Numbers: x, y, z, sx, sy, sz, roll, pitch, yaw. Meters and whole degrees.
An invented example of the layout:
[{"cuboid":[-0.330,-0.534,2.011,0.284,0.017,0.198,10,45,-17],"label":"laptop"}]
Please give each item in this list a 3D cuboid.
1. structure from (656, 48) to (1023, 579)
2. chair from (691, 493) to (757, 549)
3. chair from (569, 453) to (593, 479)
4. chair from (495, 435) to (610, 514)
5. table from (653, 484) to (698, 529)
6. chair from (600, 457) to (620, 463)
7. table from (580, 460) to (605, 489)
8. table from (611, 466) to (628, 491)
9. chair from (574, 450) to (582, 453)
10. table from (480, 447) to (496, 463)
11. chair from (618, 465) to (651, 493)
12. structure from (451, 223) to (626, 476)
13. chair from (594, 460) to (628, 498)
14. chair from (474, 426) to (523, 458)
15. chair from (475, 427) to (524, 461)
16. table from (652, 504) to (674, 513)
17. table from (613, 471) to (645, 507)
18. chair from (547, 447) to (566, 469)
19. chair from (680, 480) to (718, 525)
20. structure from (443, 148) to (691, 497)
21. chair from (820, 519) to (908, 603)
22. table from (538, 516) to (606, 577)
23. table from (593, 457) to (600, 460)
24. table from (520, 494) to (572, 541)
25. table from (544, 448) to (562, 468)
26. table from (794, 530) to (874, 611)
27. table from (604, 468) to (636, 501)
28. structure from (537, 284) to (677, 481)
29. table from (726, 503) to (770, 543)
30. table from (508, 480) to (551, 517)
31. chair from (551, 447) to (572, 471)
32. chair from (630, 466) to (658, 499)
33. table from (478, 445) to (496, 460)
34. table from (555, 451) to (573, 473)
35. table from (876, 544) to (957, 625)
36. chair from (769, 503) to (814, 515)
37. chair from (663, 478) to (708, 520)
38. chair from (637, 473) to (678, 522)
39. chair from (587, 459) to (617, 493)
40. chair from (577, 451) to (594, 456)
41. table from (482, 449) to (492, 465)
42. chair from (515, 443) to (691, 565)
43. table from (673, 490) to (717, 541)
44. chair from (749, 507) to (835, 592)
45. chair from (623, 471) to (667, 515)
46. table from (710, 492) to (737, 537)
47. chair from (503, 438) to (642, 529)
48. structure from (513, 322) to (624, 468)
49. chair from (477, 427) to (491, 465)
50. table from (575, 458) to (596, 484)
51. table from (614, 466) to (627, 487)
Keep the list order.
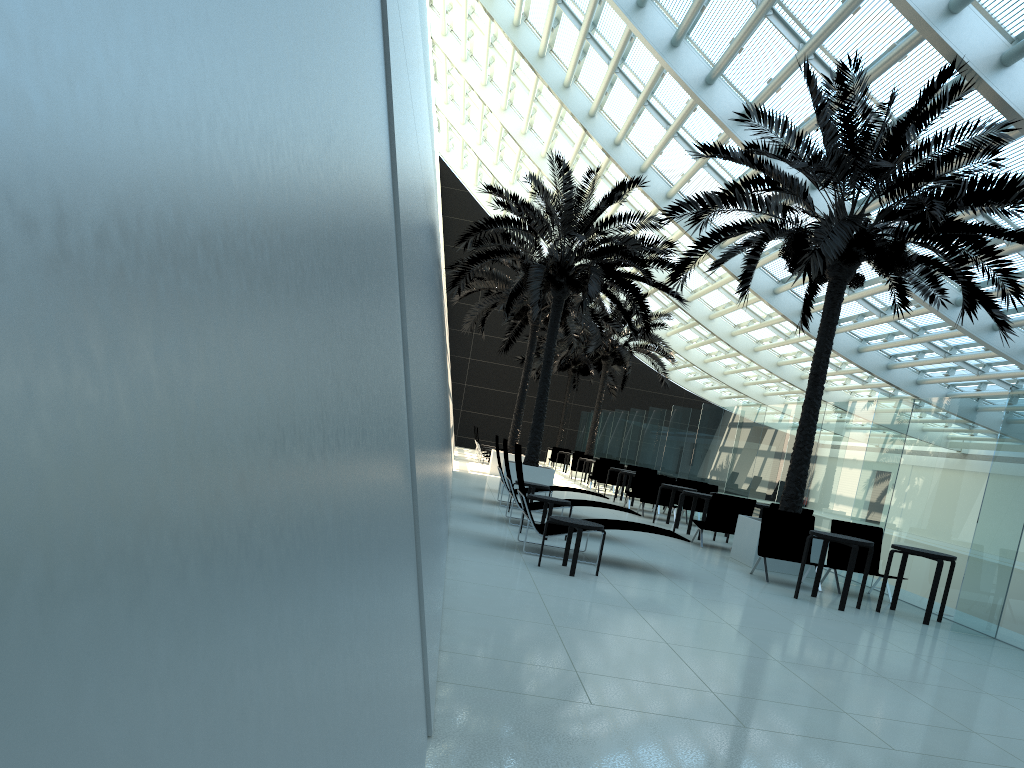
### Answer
[{"cuboid":[4.398,-0.824,12.032,4.783,7.099,4.426,11,5,14],"label":"structure"},{"cuboid":[3.357,2.199,14.013,0.718,0.897,0.877,10,2,-4],"label":"chair"},{"cuboid":[2.380,2.806,29.257,0.718,0.897,0.877,10,2,-4],"label":"chair"},{"cuboid":[0.642,1.629,15.051,2.042,1.171,0.910,10,3,-5],"label":"chair"},{"cuboid":[3.151,2.363,16.798,0.668,0.789,0.684,12,4,34],"label":"table"},{"cuboid":[3.296,2.972,29.337,0.718,0.897,0.877,10,2,-4],"label":"chair"},{"cuboid":[2.525,2.752,26.567,0.666,0.789,0.685,12,4,39],"label":"table"},{"cuboid":[3.478,2.924,26.651,0.666,0.789,0.685,12,4,39],"label":"table"},{"cuboid":[2.846,3.269,36.690,0.718,0.897,0.877,10,2,-4],"label":"chair"},{"cuboid":[-0.771,2.506,30.586,0.543,0.523,0.559,12,3,39],"label":"table"},{"cuboid":[3.555,2.820,25.472,0.718,0.897,0.877,10,2,-4],"label":"chair"},{"cuboid":[0.343,-0.894,23.412,4.218,6.971,4.653,12,5,29],"label":"structure"},{"cuboid":[2.730,2.584,23.702,0.718,0.897,0.877,10,2,-4],"label":"chair"},{"cuboid":[-0.579,2.402,34.373,2.042,1.171,0.910,10,3,-5],"label":"chair"},{"cuboid":[-0.412,2.296,31.734,2.042,1.171,0.910,10,3,-5],"label":"chair"},{"cuboid":[3.833,2.700,21.036,0.666,0.789,0.685,12,4,39],"label":"table"},{"cuboid":[2.879,2.527,20.953,0.666,0.789,0.685,12,4,39],"label":"table"},{"cuboid":[1.930,3.103,36.610,0.718,0.897,0.877,10,2,-4],"label":"chair"},{"cuboid":[4.003,2.525,18.155,0.718,0.897,0.877,10,2,-4],"label":"chair"},{"cuboid":[0.917,-1.066,17.462,4.688,6.910,4.184,8,5,-25],"label":"structure"},{"cuboid":[4.456,2.238,10.982,0.718,0.897,0.877,10,2,-4],"label":"chair"},{"cuboid":[0.606,1.634,8.785,0.543,0.523,0.559,12,3,39],"label":"table"},{"cuboid":[3.041,3.208,33.714,0.668,0.789,0.684,12,4,34],"label":"table"},{"cuboid":[0.445,1.737,11.344,0.543,0.523,0.559,12,3,39],"label":"table"},{"cuboid":[1.816,3.200,37.785,0.665,0.789,0.686,13,4,43],"label":"table"},{"cuboid":[3.597,2.080,9.738,0.665,0.789,0.686,13,4,43],"label":"table"},{"cuboid":[2.796,2.587,22.412,0.668,0.789,0.684,12,4,34],"label":"table"},{"cuboid":[3.190,-0.063,31.079,4.849,7.099,4.364,9,5,-11],"label":"structure"},{"cuboid":[4.197,2.469,15.272,0.666,0.789,0.685,12,4,39],"label":"table"},{"cuboid":[0.283,1.839,13.904,0.543,0.523,0.559,12,3,39],"label":"table"},{"cuboid":[2.022,3.033,34.920,0.718,0.897,0.877,10,2,-4],"label":"chair"},{"cuboid":[3.647,2.750,23.782,0.718,0.897,0.877,10,2,-4],"label":"chair"},{"cuboid":[-0.937,2.612,33.225,0.543,0.523,0.559,12,3,39],"label":"table"},{"cuboid":[2.088,3.036,33.630,0.668,0.789,0.684,12,4,34],"label":"table"},{"cuboid":[4.550,2.253,9.821,0.665,0.789,0.686,13,4,43],"label":"table"},{"cuboid":[4.274,2.365,14.093,0.718,0.897,0.877,10,2,-4],"label":"chair"},{"cuboid":[3.909,2.596,19.858,0.718,0.897,0.877,10,2,-4],"label":"chair"},{"cuboid":[3.086,2.359,18.075,0.718,0.897,0.877,10,2,-4],"label":"chair"},{"cuboid":[2.638,2.654,25.392,0.718,0.897,0.877,10,2,-4],"label":"chair"},{"cuboid":[2.939,3.199,35.000,0.718,0.897,0.877,10,2,-4],"label":"chair"},{"cuboid":[-0.609,2.404,28.027,0.544,0.523,0.558,11,2,34],"label":"table"},{"cuboid":[0.965,1.425,9.933,2.042,1.171,0.910,10,3,-5],"label":"chair"},{"cuboid":[3.243,2.297,15.188,0.666,0.789,0.685,12,4,39],"label":"table"},{"cuboid":[3.539,2.072,10.902,0.718,0.897,0.877,10,2,-4],"label":"chair"},{"cuboid":[2.993,2.430,19.778,0.718,0.897,0.877,10,2,-4],"label":"chair"},{"cuboid":[4.104,2.535,16.881,0.668,0.789,0.684,12,4,34],"label":"table"},{"cuboid":[0.803,1.527,12.492,2.042,1.171,0.910,10,3,-5],"label":"chair"},{"cuboid":[2.704,0.266,39.185,4.501,7.097,4.704,8,5,-25],"label":"structure"},{"cuboid":[-0.250,2.194,29.175,2.042,1.171,0.910,10,3,-5],"label":"chair"},{"cuboid":[2.444,2.810,27.992,0.668,0.789,0.684,12,4,34],"label":"table"},{"cuboid":[3.397,2.983,28.075,0.668,0.789,0.684,12,4,34],"label":"table"}]
